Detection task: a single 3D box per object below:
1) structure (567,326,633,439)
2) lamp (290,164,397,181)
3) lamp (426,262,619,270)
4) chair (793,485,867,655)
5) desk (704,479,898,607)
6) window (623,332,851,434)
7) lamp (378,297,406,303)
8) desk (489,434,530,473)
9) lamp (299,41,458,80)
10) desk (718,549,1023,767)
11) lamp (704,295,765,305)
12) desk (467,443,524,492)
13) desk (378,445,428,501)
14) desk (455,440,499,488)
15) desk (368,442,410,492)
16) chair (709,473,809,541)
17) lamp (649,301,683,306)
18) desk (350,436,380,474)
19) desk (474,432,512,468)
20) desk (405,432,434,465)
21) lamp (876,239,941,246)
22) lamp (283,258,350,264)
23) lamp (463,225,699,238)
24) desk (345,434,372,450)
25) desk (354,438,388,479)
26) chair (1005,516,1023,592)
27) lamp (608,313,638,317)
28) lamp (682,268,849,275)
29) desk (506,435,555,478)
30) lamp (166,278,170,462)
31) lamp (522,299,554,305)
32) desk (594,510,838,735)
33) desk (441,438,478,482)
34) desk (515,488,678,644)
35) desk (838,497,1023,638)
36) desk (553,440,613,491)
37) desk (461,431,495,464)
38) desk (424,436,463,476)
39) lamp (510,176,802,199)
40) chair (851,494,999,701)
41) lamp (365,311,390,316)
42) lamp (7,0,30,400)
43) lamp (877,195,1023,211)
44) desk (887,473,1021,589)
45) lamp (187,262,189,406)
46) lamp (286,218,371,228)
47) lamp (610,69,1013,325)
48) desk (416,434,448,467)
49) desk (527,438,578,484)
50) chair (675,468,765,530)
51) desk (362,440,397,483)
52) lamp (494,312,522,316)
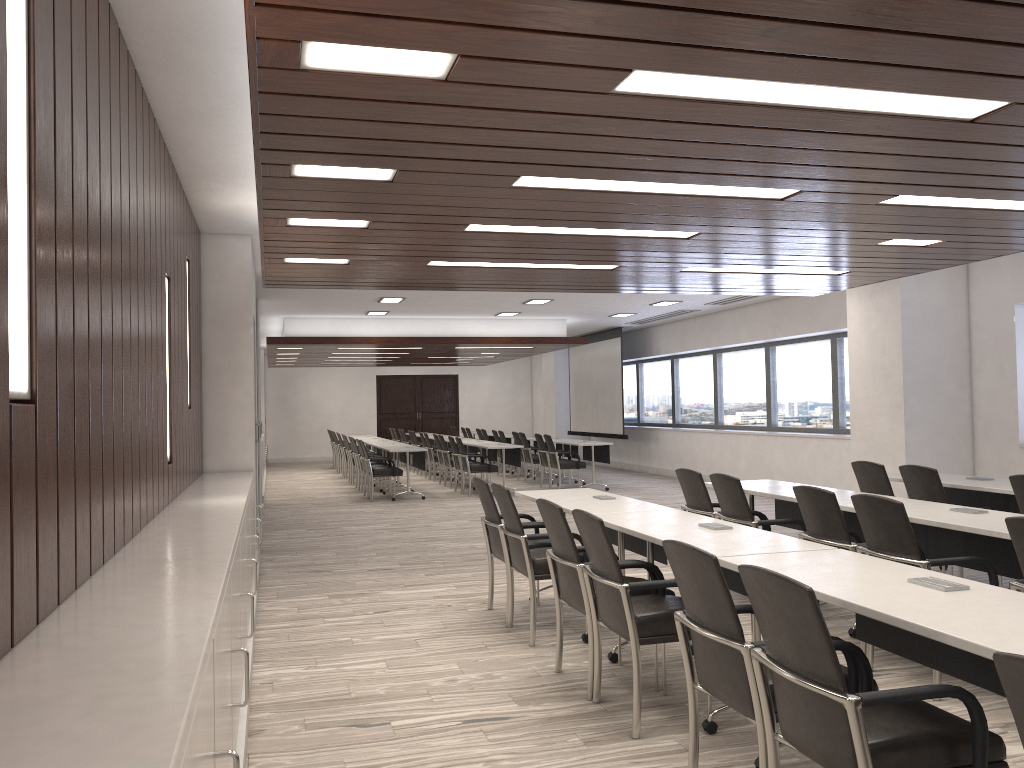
[{"bbox_3d":[1.758,-0.032,19.017,0.438,2.329,3.550,-1,-1,-15],"label":"structure"},{"bbox_3d":[-0.758,-0.975,3.993,0.464,0.045,0.236,-1,-1,-15],"label":"lamp"},{"bbox_3d":[0.099,-0.924,6.734,1.496,0.045,0.236,-1,-1,-15],"label":"lamp"},{"bbox_3d":[1.933,1.021,4.917,0.638,0.939,0.513,-1,-1,-15],"label":"chair"},{"bbox_3d":[1.969,1.125,6.236,0.577,0.795,1.509,-1,-1,-15],"label":"desk"},{"bbox_3d":[3.706,0.097,15.909,0.118,1.419,10.452,-1,-1,-15],"label":"window"},{"bbox_3d":[-1.684,-1.223,12.391,0.324,0.120,0.519,-1,-1,-15],"label":"lamp"},{"bbox_3d":[-0.034,1.493,19.302,0.577,0.795,1.509,-1,-1,-15],"label":"desk"},{"bbox_3d":[-0.411,-1.014,2.720,0.464,0.045,0.236,-1,-1,-15],"label":"lamp"},{"bbox_3d":[1.303,1.056,2.897,0.577,0.795,1.509,-1,-1,-15],"label":"desk"},{"bbox_3d":[3.599,-1.221,7.861,1.499,0.552,12.001,-1,-1,1],"label":"lamp"},{"bbox_3d":[-0.282,1.379,14.511,0.577,0.795,1.509,-1,-1,-15],"label":"desk"},{"bbox_3d":[-1.748,1.399,14.112,0.577,0.795,1.509,-1,-1,-15],"label":"desk"},{"bbox_3d":[-0.682,1.424,15.980,0.577,0.795,1.509,-1,-1,-15],"label":"desk"},{"bbox_3d":[-2.147,1.444,15.580,0.577,0.795,1.509,-1,-1,-15],"label":"desk"},{"bbox_3d":[1.676,1.051,5.885,0.638,0.939,0.513,-1,-1,-16],"label":"chair"},{"bbox_3d":[2.339,-1.278,13.487,0.324,0.120,0.519,-1,-1,-15],"label":"lamp"},{"bbox_3d":[-3.344,1.579,19.980,0.577,0.795,1.509,-1,-1,-15],"label":"desk"},{"bbox_3d":[-0.435,1.539,20.773,0.577,0.795,1.509,-1,-1,-15],"label":"desk"},{"bbox_3d":[-2.278,1.603,21.848,0.577,0.795,1.509,-1,-1,-15],"label":"desk"},{"bbox_3d":[2.725,-0.994,6.082,0.421,0.046,0.236,-1,-1,-15],"label":"lamp"},{"bbox_3d":[-1.393,-0.903,6.327,0.464,0.045,0.236,-1,-1,-15],"label":"lamp"},{"bbox_3d":[0.445,-0.963,5.460,1.496,0.045,0.236,-1,-1,-15],"label":"lamp"},{"bbox_3d":[-3.744,1.624,21.449,0.577,0.795,1.509,-1,-1,-15],"label":"desk"},{"bbox_3d":[-2.944,1.534,18.509,0.577,0.795,1.509,-1,-1,-15],"label":"desk"},{"bbox_3d":[2.327,0.977,3.459,0.638,0.939,0.513,-1,-1,-15],"label":"chair"},{"bbox_3d":[1.890,-1.228,15.137,0.324,0.120,0.519,-1,-1,-15],"label":"lamp"},{"bbox_3d":[2.087,-0.951,7.275,1.496,0.045,0.236,-1,-1,-15],"label":"lamp"},{"bbox_3d":[0.365,1.449,17.833,0.577,0.795,1.509,-1,-1,-15],"label":"desk"},{"bbox_3d":[-2.007,-0.084,5.025,0.094,1.058,0.236,-1,-1,-15],"label":"lamp"},{"bbox_3d":[0.379,-1.251,12.953,0.324,0.120,0.519,-1,-1,-15],"label":"lamp"},{"bbox_3d":[0.903,1.101,4.368,0.577,0.795,1.509,-1,-1,-15],"label":"desk"},{"bbox_3d":[-1.079,1.468,17.440,0.577,0.795,1.509,-1,-1,-15],"label":"desk"},{"bbox_3d":[0.504,1.146,5.837,0.577,0.795,1.509,-1,-1,-15],"label":"desk"},{"bbox_3d":[2.369,1.081,4.768,0.577,0.795,1.509,-1,-1,-15],"label":"desk"},{"bbox_3d":[1.162,1.359,14.905,0.577,0.795,1.509,-1,-1,-15],"label":"desk"},{"bbox_3d":[-0.834,1.583,22.242,0.577,0.795,1.509,-1,-1,-15],"label":"desk"},{"bbox_3d":[-1.478,1.513,18.908,0.577,0.795,1.509,-1,-1,-15],"label":"desk"},{"bbox_3d":[0.734,-0.995,4.399,1.496,0.045,0.236,-1,-1,-15],"label":"lamp"},{"bbox_3d":[2.069,1.006,4.411,0.638,0.939,0.513,-1,-1,-16],"label":"chair"},{"bbox_3d":[-2.133,-1.172,14.041,0.324,0.120,0.519,-1,-1,-15],"label":"lamp"},{"bbox_3d":[-1.206,-0.493,2.062,0.094,1.058,0.236,-1,-1,-15],"label":"lamp"},{"bbox_3d":[2.722,-1.023,4.941,1.496,0.045,0.236,-1,-1,-15],"label":"lamp"},{"bbox_3d":[3.413,1.106,6.630,0.577,0.795,1.509,-1,-1,-15],"label":"desk"},{"bbox_3d":[-2.360,-0.363,6.306,0.094,1.058,0.236,-1,-1,-15],"label":"lamp"},{"bbox_3d":[-1.046,-0.942,5.054,0.464,0.045,0.236,-1,-1,-15],"label":"lamp"},{"bbox_3d":[1.957,-1.138,9.824,1.469,0.552,14.295,-1,-1,7],"label":"lamp"},{"bbox_3d":[-1.879,1.558,20.380,0.577,0.795,1.509,-1,-1,-15],"label":"desk"},{"bbox_3d":[0.763,1.404,16.373,0.577,0.795,1.509,-1,-1,-15],"label":"desk"},{"bbox_3d":[1.540,1.066,6.395,0.638,0.939,0.513,-1,-1,-16],"label":"chair"},{"bbox_3d":[-2.544,1.489,17.040,0.577,0.795,1.509,-1,-1,-15],"label":"desk"},{"bbox_3d":[-0.070,-1.201,14.603,0.324,0.120,0.519,-1,-1,-15],"label":"lamp"}]
